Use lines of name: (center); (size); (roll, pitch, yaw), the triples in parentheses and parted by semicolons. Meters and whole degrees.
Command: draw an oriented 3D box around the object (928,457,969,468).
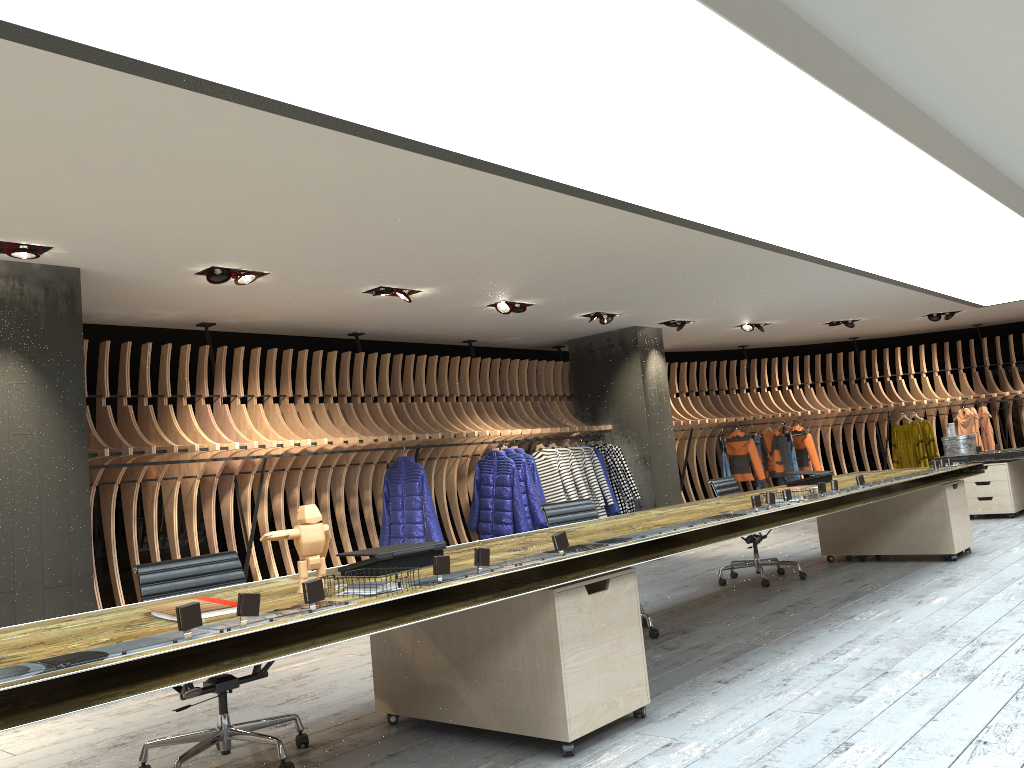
object: (3.876, 0.704, 7.866); (0.302, 0.074, 0.216); (-10, -7, 35)

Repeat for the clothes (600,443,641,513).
clothes: (1.310, 1.340, 11.401); (0.798, 1.188, 0.191); (-11, -8, 41)

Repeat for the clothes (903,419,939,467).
clothes: (6.533, 1.102, 14.189); (0.168, 1.047, 0.663); (-3, -7, -18)

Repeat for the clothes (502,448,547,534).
clothes: (-0.006, 1.348, 10.018); (0.882, 1.248, 0.249); (-10, -8, 37)

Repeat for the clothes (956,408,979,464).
clothes: (7.305, 0.960, 14.165); (0.125, 1.158, 0.446); (-4, -7, -14)

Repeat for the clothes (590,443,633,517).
clothes: (1.193, 1.337, 11.253); (0.805, 1.189, 0.191); (-11, -8, 41)

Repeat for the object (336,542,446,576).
object: (-0.482, 0.706, 3.584); (0.262, 0.088, 0.373); (-10, -7, 41)

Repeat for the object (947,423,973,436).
object: (5.411, 0.565, 10.721); (0.262, 0.205, 0.088); (-10, -8, 39)

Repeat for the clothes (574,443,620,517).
clothes: (0.982, 1.370, 11.226); (0.884, 1.241, 0.245); (-10, -8, 37)

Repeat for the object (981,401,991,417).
object: (7.529, 0.413, 14.177); (0.012, 0.270, 0.524); (-6, -6, 6)

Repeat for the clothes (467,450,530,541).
clothes: (-0.217, 1.377, 10.013); (0.878, 1.263, 0.242); (-10, -8, 37)

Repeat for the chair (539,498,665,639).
chair: (0.584, 1.166, 5.636); (0.666, 0.861, 0.693); (-10, -8, 37)

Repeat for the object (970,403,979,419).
object: (7.371, 0.432, 14.215); (0.012, 0.270, 0.524); (-7, -6, 11)

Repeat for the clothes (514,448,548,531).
clothes: (0.052, 1.363, 10.204); (0.884, 1.241, 0.245); (-10, -8, 37)

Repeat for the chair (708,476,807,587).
chair: (2.030, 1.185, 7.307); (0.667, 0.861, 0.693); (-9, -7, 27)

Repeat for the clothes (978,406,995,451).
clothes: (7.581, 0.929, 14.123); (0.125, 1.158, 0.446); (-6, -6, 6)

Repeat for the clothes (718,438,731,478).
clothes: (3.250, 1.514, 13.277); (0.200, 1.424, 0.308); (-8, -7, 18)

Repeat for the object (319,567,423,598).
object: (-0.459, 0.651, 2.893); (0.302, 0.074, 0.216); (-10, -7, 35)

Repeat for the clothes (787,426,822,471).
clothes: (4.535, 1.093, 13.928); (0.201, 0.883, 0.837); (-3, -6, -19)

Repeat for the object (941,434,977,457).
object: (5.435, 0.748, 10.766); (0.302, 0.240, 0.497); (-11, -8, 41)

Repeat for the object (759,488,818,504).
object: (1.659, 0.675, 5.317); (0.302, 0.072, 0.209); (-10, -7, 35)

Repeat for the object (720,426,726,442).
object: (3.172, 0.751, 13.357); (0.023, 0.243, 0.548); (-8, -6, 22)

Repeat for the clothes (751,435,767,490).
clothes: (3.779, 1.488, 13.548); (0.200, 1.424, 0.308); (-10, -8, 33)

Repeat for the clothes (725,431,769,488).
clothes: (3.480, 1.156, 13.498); (0.201, 0.883, 0.838); (-1, -7, -34)

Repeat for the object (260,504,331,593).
object: (-0.736, 0.577, 3.096); (0.097, 0.301, 0.320); (-9, -7, 24)

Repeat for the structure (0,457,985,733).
structure: (0.352, 1.066, 4.281); (1.160, 0.846, 10.449); (-11, -7, 41)

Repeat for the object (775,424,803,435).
object: (4.254, 0.694, 13.871); (0.549, 0.243, 0.023); (-7, -7, 17)

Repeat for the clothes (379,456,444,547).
clothes: (-1.074, 1.349, 8.914); (0.884, 1.241, 0.245); (-10, -8, 37)

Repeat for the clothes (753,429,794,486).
clothes: (4.012, 1.124, 13.686); (0.201, 0.883, 0.837); (-2, -7, -29)

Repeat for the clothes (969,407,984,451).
clothes: (7.420, 0.947, 14.152); (0.125, 1.158, 0.446); (-7, -6, 11)

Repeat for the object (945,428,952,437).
object: (5.277, 0.585, 10.722); (0.062, 0.109, 0.062); (-6, -6, 7)

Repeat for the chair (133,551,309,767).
chair: (-1.179, 1.149, 3.664); (0.667, 0.861, 0.693); (-9, -7, 32)

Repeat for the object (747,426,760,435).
object: (3.708, 0.726, 13.639); (0.023, 0.243, 0.549); (-11, -7, 37)

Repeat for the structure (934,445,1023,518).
structure: (1.583, 0.814, 2.929); (4.828, 0.846, 18.471); (-10, -7, 41)

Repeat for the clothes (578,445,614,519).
clothes: (0.937, 1.282, 10.996); (0.751, 1.064, 0.128); (-11, -8, 39)

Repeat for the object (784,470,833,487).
object: (2.394, 0.753, 7.135); (0.261, 0.111, 0.373); (-10, -7, 41)

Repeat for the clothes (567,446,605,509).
clothes: (0.819, 1.280, 10.861); (0.751, 1.064, 0.128); (-11, -8, 39)

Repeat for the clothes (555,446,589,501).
clothes: (0.647, 1.278, 10.664); (0.751, 1.064, 0.128); (-11, -8, 39)

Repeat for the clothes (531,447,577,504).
clothes: (0.492, 1.276, 10.486); (0.751, 1.064, 0.128); (-11, -8, 39)

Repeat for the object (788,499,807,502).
object: (1.661, 0.701, 5.316); (0.130, 0.004, 0.176); (0, -8, -44)

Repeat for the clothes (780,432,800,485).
clothes: (4.323, 1.457, 13.787); (0.308, 1.424, 0.200); (-7, -7, 13)

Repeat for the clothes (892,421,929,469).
clothes: (6.351, 1.119, 14.178); (0.168, 1.047, 0.663); (-3, -7, -18)
